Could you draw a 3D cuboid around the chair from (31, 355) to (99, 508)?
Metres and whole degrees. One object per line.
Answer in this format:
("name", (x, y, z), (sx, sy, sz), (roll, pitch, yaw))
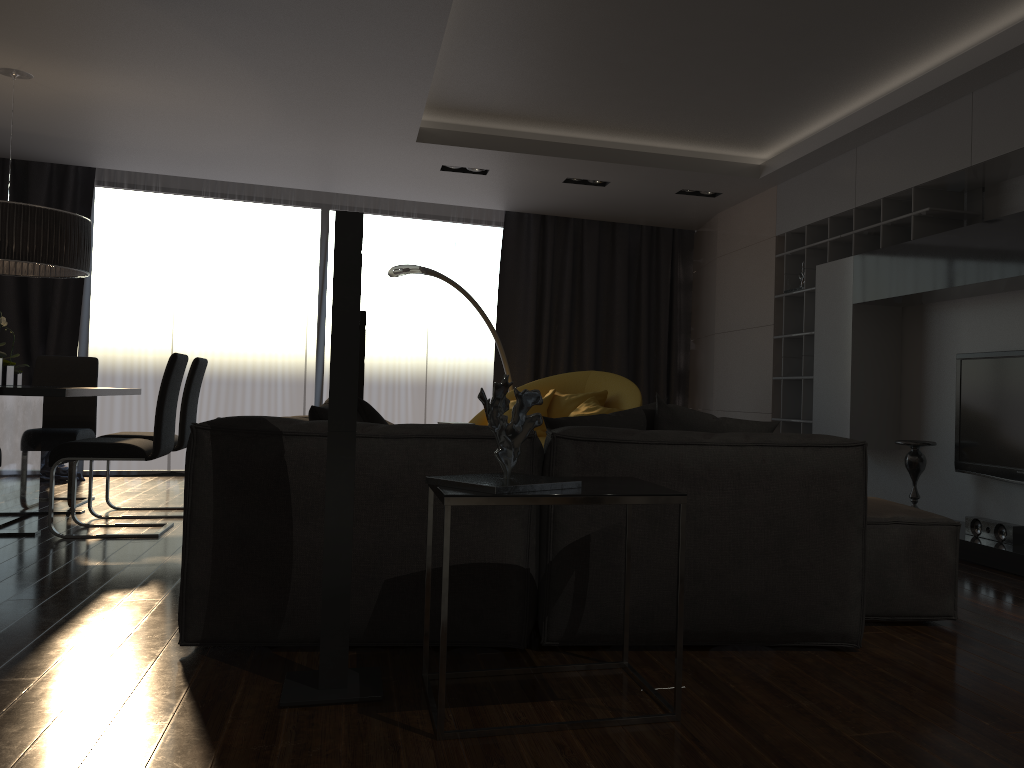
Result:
("chair", (-2.976, 0.292, 5.695), (0.439, 0.965, 0.557), (2, -1, -12))

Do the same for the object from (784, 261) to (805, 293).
("object", (2.252, -0.805, 6.644), (0.292, 0.227, 0.277), (2, -1, -13))

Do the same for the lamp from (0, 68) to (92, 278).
("lamp", (-2.788, -1.191, 4.889), (0.791, 1.103, 0.817), (2, -1, 11))

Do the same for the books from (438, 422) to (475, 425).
("books", (-0.347, 0.251, 5.469), (0.163, 0.022, 0.194), (2, -1, -37))

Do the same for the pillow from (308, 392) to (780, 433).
("pillow", (-0.152, 0.225, 3.412), (1.992, 0.431, 1.112), (1, -1, 39))

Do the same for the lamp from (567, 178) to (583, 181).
("lamp", (0.505, -1.658, 7.000), (0.175, 0.077, 0.178), (2, -1, 6))

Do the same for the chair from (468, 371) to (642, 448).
("chair", (0.291, 0.377, 6.766), (1.436, 1.006, 1.198), (1, -1, 43))

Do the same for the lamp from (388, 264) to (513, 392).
("lamp", (0.745, 0.017, 8.128), (4.460, 1.780, 0.551), (2, -1, -35))

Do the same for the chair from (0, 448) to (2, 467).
("chair", (-2.700, 0.283, 4.057), (0.439, 0.965, 0.557), (2, -1, -12))

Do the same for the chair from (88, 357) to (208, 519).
("chair", (-2.214, 0.311, 5.389), (0.588, 0.965, 0.416), (2, -1, -14))

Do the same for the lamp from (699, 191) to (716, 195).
("lamp", (1.640, -1.622, 7.322), (0.178, 0.077, 0.176), (2, -1, -1))

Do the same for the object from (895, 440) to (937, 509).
("object", (2.422, 0.579, 5.287), (0.249, 0.475, 0.230), (2, -1, -21))

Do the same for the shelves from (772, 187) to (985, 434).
("shelves", (2.407, -0.363, 6.036), (0.388, 1.601, 1.873), (2, -1, -11))

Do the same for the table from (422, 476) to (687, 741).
("table", (0.093, 0.547, 2.322), (0.617, 0.563, 0.438), (2, -1, -14))

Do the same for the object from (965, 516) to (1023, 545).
("object", (2.524, 0.765, 4.607), (0.074, 0.094, 0.351), (2, -1, -11))

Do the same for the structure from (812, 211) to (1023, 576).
("structure", (2.542, 0.033, 4.937), (0.492, 1.767, 2.811), (2, -1, -11))

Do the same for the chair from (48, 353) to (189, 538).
("chair", (-2.091, 0.308, 4.717), (0.588, 0.965, 0.416), (2, -1, -14))

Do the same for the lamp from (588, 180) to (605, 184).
("lamp", (0.684, -1.652, 7.051), (0.178, 0.077, 0.176), (2, -1, -1))

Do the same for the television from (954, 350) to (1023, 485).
("television", (2.767, 0.178, 4.661), (0.148, 0.714, 1.074), (2, -1, -10))

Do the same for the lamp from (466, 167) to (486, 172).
("lamp", (-0.272, -1.683, 6.780), (0.178, 0.077, 0.176), (2, -1, -1))

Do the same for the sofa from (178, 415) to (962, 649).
("sofa", (0.295, 0.496, 3.928), (2.761, 0.704, 2.462), (2, -1, -4))

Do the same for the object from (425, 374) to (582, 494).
("object", (-0.017, 0.118, 2.268), (0.300, 0.288, 0.269), (3, -1, -43))

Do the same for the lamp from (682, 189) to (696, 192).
("lamp", (1.462, -1.628, 7.272), (0.175, 0.077, 0.178), (2, -1, 6))

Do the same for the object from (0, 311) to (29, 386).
("object", (-2.855, -0.244, 4.773), (0.320, 0.501, 0.556), (2, -1, -15))

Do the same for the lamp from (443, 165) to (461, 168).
("lamp", (-0.451, -1.689, 6.729), (0.183, 0.077, 0.171), (2, -1, -18))

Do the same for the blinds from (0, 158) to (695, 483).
("blinds", (-1.793, -0.607, 7.854), (7.789, 2.895, 0.719), (2, -1, -22))

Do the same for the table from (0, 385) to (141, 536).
("table", (-2.825, 0.390, 4.868), (1.068, 0.760, 1.560), (2, -1, -12))
